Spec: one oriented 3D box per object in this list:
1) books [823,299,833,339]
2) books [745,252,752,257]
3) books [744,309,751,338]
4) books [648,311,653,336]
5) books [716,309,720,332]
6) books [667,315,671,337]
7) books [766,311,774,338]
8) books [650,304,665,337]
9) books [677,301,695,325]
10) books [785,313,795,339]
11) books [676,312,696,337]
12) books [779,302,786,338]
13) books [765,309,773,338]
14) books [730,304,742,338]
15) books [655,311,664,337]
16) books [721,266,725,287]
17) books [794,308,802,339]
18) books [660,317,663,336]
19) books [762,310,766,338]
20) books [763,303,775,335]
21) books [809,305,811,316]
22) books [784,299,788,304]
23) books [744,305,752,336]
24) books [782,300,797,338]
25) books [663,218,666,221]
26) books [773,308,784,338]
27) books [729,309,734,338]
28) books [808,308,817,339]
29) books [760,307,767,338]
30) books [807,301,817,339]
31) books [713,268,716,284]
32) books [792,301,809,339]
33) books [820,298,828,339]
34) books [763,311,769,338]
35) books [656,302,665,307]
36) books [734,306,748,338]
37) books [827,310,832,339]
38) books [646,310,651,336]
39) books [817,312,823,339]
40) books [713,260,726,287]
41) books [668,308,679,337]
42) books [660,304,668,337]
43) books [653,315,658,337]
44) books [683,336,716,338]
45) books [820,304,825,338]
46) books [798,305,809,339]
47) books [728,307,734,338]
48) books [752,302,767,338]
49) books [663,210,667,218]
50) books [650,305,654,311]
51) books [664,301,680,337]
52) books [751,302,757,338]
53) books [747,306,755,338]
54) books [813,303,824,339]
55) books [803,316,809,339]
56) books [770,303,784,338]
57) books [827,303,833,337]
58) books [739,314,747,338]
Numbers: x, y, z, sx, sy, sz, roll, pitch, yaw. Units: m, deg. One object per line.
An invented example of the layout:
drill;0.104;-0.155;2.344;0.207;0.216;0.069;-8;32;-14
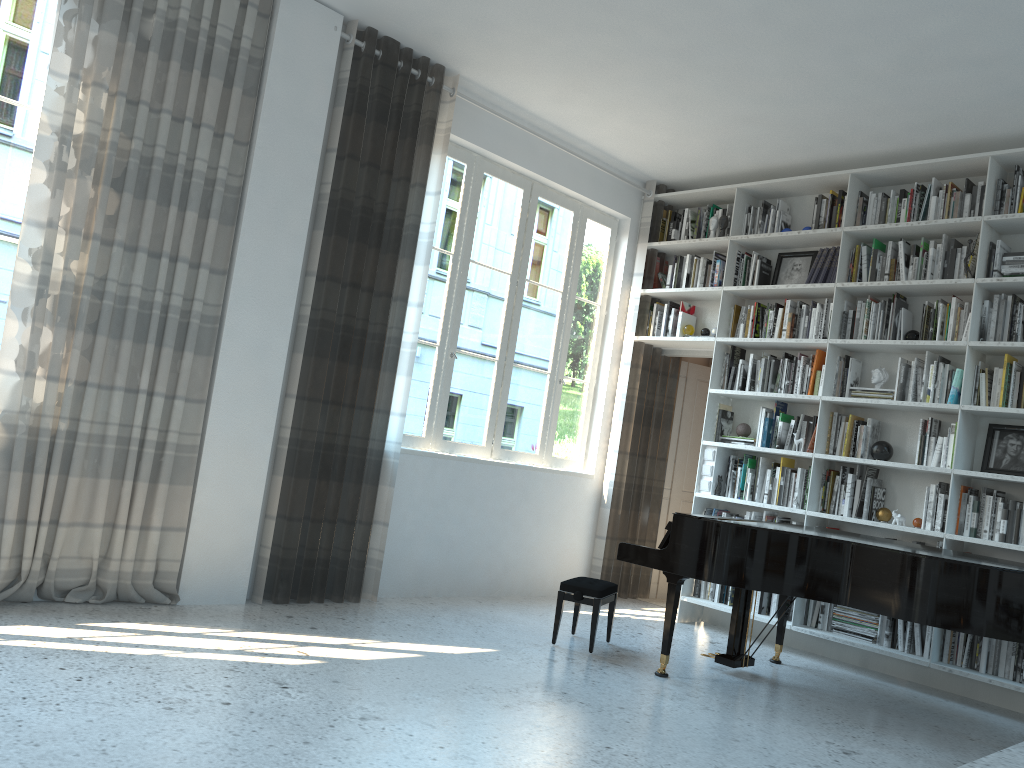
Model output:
books;2.130;-0.401;5.883;0.169;0.289;0.022;12;-5;-44
books;1.708;-0.796;6.414;0.144;0.288;0.006;12;-5;-44
books;1.721;-0.401;6.303;0.172;0.229;0.030;12;-5;-44
books;1.122;-0.441;6.921;0.163;0.222;0.013;12;-5;-44
books;1.553;-0.441;6.484;0.159;0.285;0.012;12;-5;-44
books;1.253;-0.417;6.782;0.181;0.193;0.024;12;-5;-44
books;1.837;-0.387;6.177;0.173;0.217;0.031;12;-5;-44
books;1.148;-0.469;6.900;0.171;0.281;0.023;12;-5;-44
books;1.317;-0.465;6.730;0.179;0.298;0.013;12;-5;-44
books;1.934;-0.370;6.053;0.192;0.195;0.029;12;-5;-44
books;1.316;-0.423;6.703;0.187;0.211;0.029;12;-5;-44
books;1.907;-0.409;6.101;0.187;0.271;0.023;12;-5;-44
books;1.828;-0.393;6.197;0.170;0.229;0.011;12;-5;-44
books;1.638;-0.424;6.387;0.180;0.263;0.012;12;-5;-44
books;1.174;-0.436;6.866;0.181;0.220;0.010;12;-5;-44
books;1.597;-0.757;6.533;0.146;0.195;0.029;12;-5;-44
books;1.980;-0.384;6.032;0.171;0.232;0.013;12;-5;-44
books;1.203;-0.414;6.868;0.135;0.185;0.029;12;-5;-44
books;1.809;-0.394;6.232;0.149;0.230;0.012;12;-5;-44
books;1.818;-0.417;6.221;0.150;0.277;0.012;12;-5;-44
books;2.042;-0.392;5.996;0.131;0.260;0.035;12;-5;-44
books;1.910;-0.423;6.129;0.151;0.303;0.014;12;-5;-44
books;1.713;-0.418;6.322;0.151;0.262;0.010;12;-5;-44
books;1.923;-0.416;6.079;0.185;0.285;0.030;12;-5;-44
books;1.225;-1.173;7.001;0.151;0.241;0.011;12;-5;-44
books;1.882;-0.393;6.146;0.162;0.238;0.047;12;-5;-44
books;1.630;-0.409;6.404;0.151;0.232;0.022;12;-5;-44
books;2.054;-0.378;5.948;0.172;0.230;0.030;12;-5;-44
books;1.786;-0.405;6.250;0.134;0.249;0.047;12;-5;-44
books;2.046;-0.403;5.968;0.188;0.280;0.012;12;-5;-44
books;1.550;-0.754;6.571;0.151;0.182;0.031;12;-5;-44
books;1.979;-0.410;6.055;0.161;0.286;0.025;12;-5;-44
books;2.110;-0.405;5.887;0.182;0.290;0.012;12;-5;-44
books;1.814;-0.389;6.201;0.164;0.218;0.014;12;-5;-44
books;1.153;-0.477;6.929;0.135;0.302;0.013;12;-5;-44
books;1.674;-0.417;6.372;0.153;0.258;0.062;12;-5;-44
books;2.149;-0.360;5.814;0.236;0.202;0.039;12;-5;-44
books;1.112;-0.445;6.930;0.179;0.228;0.013;12;-5;-44
books;2.092;-0.362;5.924;0.172;0.206;0.013;12;-5;-44
books;1.559;-0.779;6.535;0.191;0.229;0.029;12;-5;-44
books;1.266;-0.440;6.747;0.189;0.236;0.021;12;-5;-44
books;1.216;-0.463;6.841;0.156;0.281;0.022;12;-5;-44
books;1.165;-0.425;6.885;0.160;0.197;0.029;12;-5;-44
books;1.434;-0.337;6.595;0.159;0.012;0.285;12;-6;-42
books;2.115;-0.389;5.919;0.155;0.265;0.024;12;-5;-44
books;2.007;-0.395;6.028;0.158;0.260;0.029;12;-5;-44
books;1.626;-0.419;6.423;0.161;0.254;0.012;12;-5;-44
books;1.756;-0.423;6.260;0.164;0.277;0.011;12;-5;-44
books;1.212;-1.208;7.002;0.180;0.307;0.012;12;-5;-44
books;1.099;-0.469;6.932;0.189;0.272;0.011;12;-5;-44
books;1.238;-0.471;6.789;0.187;0.297;0.013;12;-5;-44
books;1.753;-0.424;6.278;0.164;0.280;0.020;12;-5;-44
books;1.737;-0.412;6.286;0.187;0.252;0.014;12;-5;-44
books;2.074;-0.393;5.930;0.174;0.263;0.022;12;-5;-44
books;2.017;-0.357;6.006;0.137;0.186;0.022;12;-5;-44
books;1.860;-0.412;6.166;0.180;0.272;0.014;12;-5;-44
books;2.146;-0.388;5.860;0.178;0.263;0.035;12;-5;-44
books;1.683;-0.388;6.321;0.175;0.195;0.026;12;-5;-44
